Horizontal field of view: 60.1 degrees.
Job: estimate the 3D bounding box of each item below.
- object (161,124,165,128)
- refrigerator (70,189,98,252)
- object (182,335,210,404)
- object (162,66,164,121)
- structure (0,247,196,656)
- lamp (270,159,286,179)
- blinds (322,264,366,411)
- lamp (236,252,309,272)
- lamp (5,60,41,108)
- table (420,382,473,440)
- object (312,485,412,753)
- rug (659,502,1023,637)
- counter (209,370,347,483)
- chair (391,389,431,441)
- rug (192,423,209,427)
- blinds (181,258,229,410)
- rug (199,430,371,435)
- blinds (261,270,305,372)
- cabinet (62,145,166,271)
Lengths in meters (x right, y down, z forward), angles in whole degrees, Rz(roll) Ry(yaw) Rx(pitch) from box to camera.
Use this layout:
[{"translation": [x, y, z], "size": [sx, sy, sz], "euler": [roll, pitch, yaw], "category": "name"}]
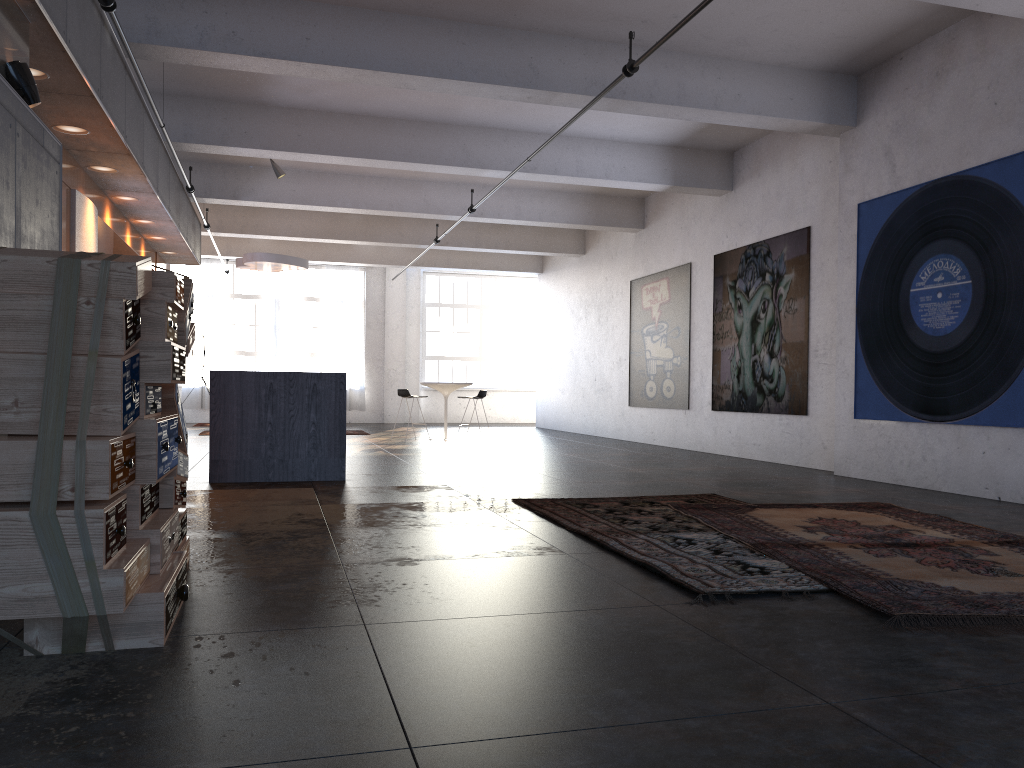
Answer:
[{"translation": [-4.907, -0.284, 10.293], "size": [0.052, 0.053, 0.062], "euler": [1, 0, -9], "category": "object"}, {"translation": [-3.802, -0.511, 7.744], "size": [0.222, 2.191, 0.943], "euler": [0, 1, -18], "category": "refrigerator"}, {"translation": [-6.544, -0.065, 18.344], "size": [1.194, 1.920, 1.043], "euler": [1, 0, -16], "category": "object"}, {"translation": [-4.862, -0.287, 10.262], "size": [0.050, 0.053, 0.064], "euler": [1, 0, 22], "category": "object"}, {"translation": [-1.535, 0.174, 3.371], "size": [0.645, 1.315, 1.891], "euler": [1, 0, -15], "category": "structure"}, {"translation": [-3.163, -2.916, 11.954], "size": [0.226, 0.287, 0.129], "euler": [0, 1, -32], "category": "lamp"}, {"translation": [-4.021, -1.219, 21.168], "size": [1.042, 3.752, 0.337], "euler": [0, 1, -19], "category": "blinds"}, {"translation": [-3.737, -1.840, 13.432], "size": [1.059, 0.130, 1.026], "euler": [0, -1, 30], "category": "lamp"}, {"translation": [-2.416, -1.446, 4.319], "size": [0.216, 0.259, 0.168], "euler": [0, 0, -35], "category": "lamp"}, {"translation": [-1.096, 0.451, 14.695], "size": [0.838, 0.952, 0.819], "euler": [1, 0, -16], "category": "table"}, {"translation": [-3.035, 0.993, 7.744], "size": [19.973, 0.001, 26.886], "euler": [1, 0, -16], "category": "object"}, {"translation": [2.056, 0.857, 4.755], "size": [1.885, 0.048, 3.505], "euler": [1, 0, -6], "category": "rug"}, {"translation": [-2.877, 0.393, 10.908], "size": [1.155, 0.971, 6.578], "euler": [1, 0, -15], "category": "counter"}, {"translation": [-1.619, 0.531, 14.204], "size": [0.515, 0.895, 0.454], "euler": [0, 1, -39], "category": "chair"}, {"translation": [-5.383, 0.907, 19.728], "size": [3.167, 0.009, 1.793], "euler": [1, 0, -17], "category": "rug"}, {"translation": [-6.991, -1.246, 20.262], "size": [1.044, 3.675, 0.356], "euler": [0, 1, -18], "category": "blinds"}, {"translation": [-4.143, 0.885, 16.287], "size": [2.918, 0.029, 1.833], "euler": [1, 0, -16], "category": "rug"}, {"translation": [-5.344, -1.233, 20.757], "size": [1.050, 3.698, 0.334], "euler": [0, 1, -20], "category": "blinds"}, {"translation": [-5.408, -0.617, 9.299], "size": [2.406, 2.563, 8.012], "euler": [1, 0, -15], "category": "cabinet"}]
